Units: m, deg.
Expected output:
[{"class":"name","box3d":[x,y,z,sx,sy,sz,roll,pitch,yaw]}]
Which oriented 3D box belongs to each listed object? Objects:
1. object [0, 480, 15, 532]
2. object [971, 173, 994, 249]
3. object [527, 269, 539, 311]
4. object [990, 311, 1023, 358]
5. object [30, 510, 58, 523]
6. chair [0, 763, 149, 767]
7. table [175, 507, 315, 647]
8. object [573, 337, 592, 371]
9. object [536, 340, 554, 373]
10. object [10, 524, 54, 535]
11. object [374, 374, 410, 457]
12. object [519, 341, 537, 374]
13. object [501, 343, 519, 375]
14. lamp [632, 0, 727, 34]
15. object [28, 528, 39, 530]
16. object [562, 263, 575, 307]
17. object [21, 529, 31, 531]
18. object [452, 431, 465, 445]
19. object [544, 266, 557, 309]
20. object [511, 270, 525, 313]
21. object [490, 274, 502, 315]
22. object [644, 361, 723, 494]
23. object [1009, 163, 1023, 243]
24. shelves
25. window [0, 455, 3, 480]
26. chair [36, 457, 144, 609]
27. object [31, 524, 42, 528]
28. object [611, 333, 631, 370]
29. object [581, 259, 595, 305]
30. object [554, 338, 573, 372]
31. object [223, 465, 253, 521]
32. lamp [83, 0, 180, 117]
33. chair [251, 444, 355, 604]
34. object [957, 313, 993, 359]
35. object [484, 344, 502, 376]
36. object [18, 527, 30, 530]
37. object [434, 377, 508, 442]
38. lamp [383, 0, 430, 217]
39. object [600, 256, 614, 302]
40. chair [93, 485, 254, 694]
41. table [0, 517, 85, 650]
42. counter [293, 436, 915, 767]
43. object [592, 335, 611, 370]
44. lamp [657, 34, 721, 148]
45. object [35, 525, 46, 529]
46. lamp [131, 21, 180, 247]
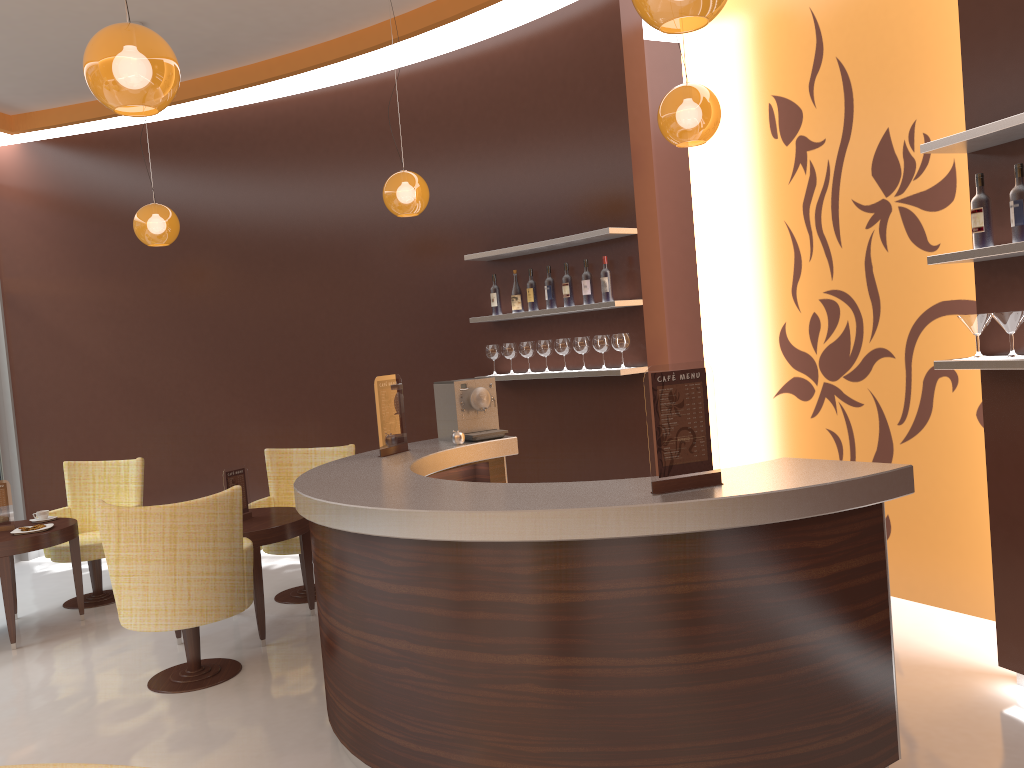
[{"class":"object","box3d":[-3.393,0.804,5.822,0.209,0.335,0.042,-5,3,-13]},{"class":"object","box3d":[1.824,-0.667,3.443,0.073,0.297,0.073,-7,3,-40]},{"class":"object","box3d":[0.139,-0.644,6.100,0.073,0.297,0.073,-6,3,-18]},{"class":"object","box3d":[1.906,-0.188,3.385,0.137,0.174,0.137,-6,3,-23]},{"class":"object","box3d":[-3.232,0.911,6.117,0.153,0.069,0.153,-3,3,34]},{"class":"chair","box3d":[-0.661,1.121,1.157,0.729,1.017,0.685,-3,3,29]},{"class":"table","box3d":[-1.664,1.182,5.484,0.872,0.679,0.874,-6,3,-31]},{"class":"object","box3d":[0.466,-0.198,5.825,0.125,0.221,0.125,-3,3,37]},{"class":"object","box3d":[0.231,-0.188,6.059,0.125,0.221,0.125,-3,3,37]},{"class":"object","box3d":[-3.105,0.943,5.743,0.234,0.020,0.234,-6,3,-16]},{"class":"object","box3d":[-0.636,0.160,4.661,0.052,0.414,0.258,-4,3,26]},{"class":"object","box3d":[0.113,-0.183,6.171,0.125,0.221,0.125,-3,3,37]},{"class":"object","box3d":[-0.009,-0.178,6.279,0.125,0.221,0.125,-3,3,37]},{"class":"lamp","box3d":[0.437,-1.788,2.544,0.299,1.500,0.299,-3,3,30]},{"class":"object","box3d":[-3.081,0.934,5.711,0.055,0.014,0.053,-5,3,-5]},{"class":"object","box3d":[0.370,-0.653,5.868,0.073,0.297,0.073,-4,3,22]},{"class":"object","box3d":[-3.125,0.939,5.698,0.054,0.018,0.051,-6,3,-30]},{"class":"object","box3d":[-0.293,0.292,4.842,0.075,0.077,0.075,-6,3,-19]},{"class":"object","box3d":[0.258,-0.649,5.984,0.073,0.297,0.073,-4,3,22]},{"class":"object","box3d":[0.034,-0.645,6.199,0.086,0.303,0.086,-5,3,-9]},{"class":"object","box3d":[-0.115,-0.631,6.304,0.073,0.297,0.073,-4,3,22]},{"class":"object","box3d":[0.559,0.138,2.905,0.258,0.414,0.052,-6,3,-19]},{"class":"object","box3d":[1.885,-0.665,3.283,0.073,0.297,0.073,-7,3,-40]},{"class":"shelves","box3d":[1.109,-0.501,4.497,0.586,0.902,4.744,-6,3,-30]},{"class":"window","box3d":[-5.579,0.156,4.160,0.040,3.380,8.200,-4,3,12]},{"class":"chair","box3d":[-3.082,1.083,6.585,0.729,1.017,0.685,-4,3,15]},{"class":"object","box3d":[-3.111,0.930,5.795,0.054,0.018,0.051,-4,3,11]},{"class":"object","box3d":[0.689,-0.205,5.570,0.125,0.221,0.125,-3,3,37]},{"class":"object","box3d":[0.489,-0.657,5.740,0.073,0.297,0.073,-4,3,10]},{"class":"object","box3d":[0.350,-0.193,5.946,0.125,0.221,0.125,-3,3,37]},{"class":"object","box3d":[-1.691,0.676,5.461,0.042,0.335,0.209,-4,3,26]},{"class":"lamp","box3d":[-1.317,-1.656,2.928,0.299,1.500,0.299,-5,3,-10]},{"class":"chair","box3d":[-1.451,0.961,6.239,0.729,1.017,0.685,-4,3,19]},{"class":"object","box3d":[1.853,-0.190,3.531,0.137,0.174,0.137,-6,3,-23]},{"class":"object","box3d":[-0.131,-0.172,6.381,0.125,0.221,0.125,-3,3,37]},{"class":"object","box3d":[-3.149,0.932,5.724,0.055,0.016,0.052,-4,3,11]},{"class":"object","box3d":[-0.230,0.144,5.081,0.270,0.340,0.373,-6,3,-33]},{"class":"lamp","box3d":[-0.731,-1.829,5.661,0.299,1.500,0.299,-5,3,-9]},{"class":"object","box3d":[0.598,-0.661,5.617,0.073,0.297,0.073,-4,3,22]},{"class":"chair","box3d":[-1.732,1.055,4.667,0.729,1.017,0.685,-5,3,-10]},{"class":"table","box3d":[-3.308,1.306,5.835,0.872,0.679,0.874,-6,3,-31]},{"class":"counter","box3d":[-0.042,0.908,3.828,1.586,1.100,2.917,-6,3,-33]},{"class":"object","box3d":[0.584,-0.202,5.702,0.125,0.221,0.125,-3,3,37]},{"class":"lamp","box3d":[0.792,-1.892,4.203,0.299,1.500,0.299,-3,3,30]},{"class":"object","box3d":[-3.069,0.930,5.775,0.055,0.018,0.052,-3,3,36]},{"class":"lamp","box3d":[-2.485,-1.697,6.045,0.299,1.500,0.299,-5,3,-10]}]
